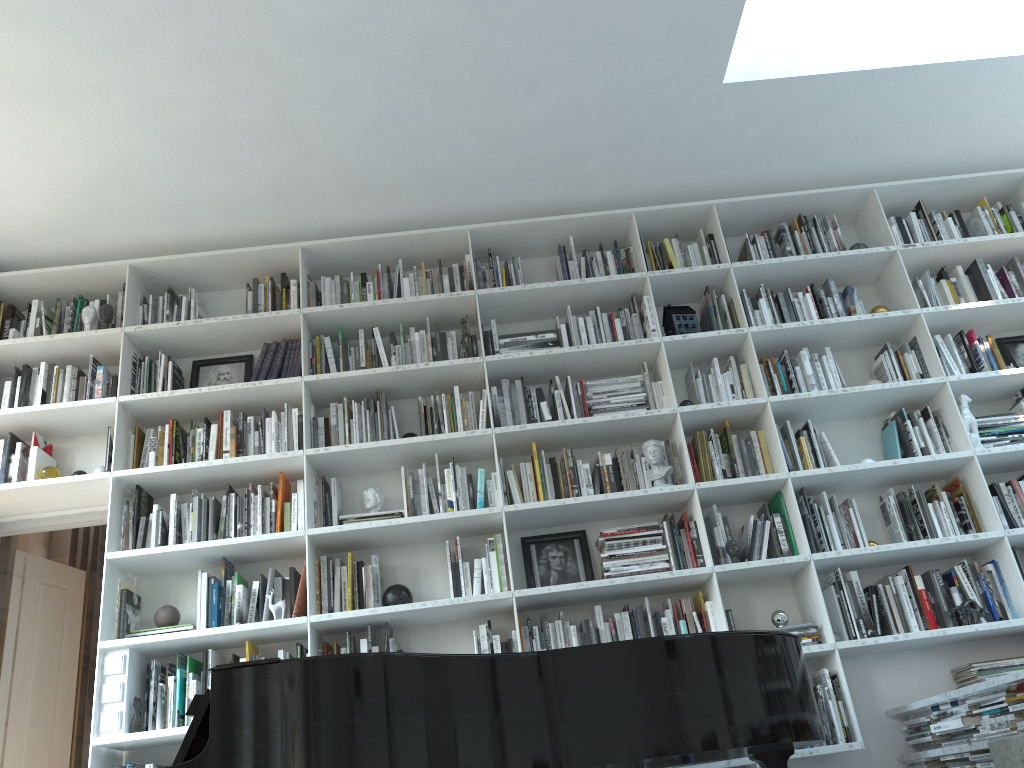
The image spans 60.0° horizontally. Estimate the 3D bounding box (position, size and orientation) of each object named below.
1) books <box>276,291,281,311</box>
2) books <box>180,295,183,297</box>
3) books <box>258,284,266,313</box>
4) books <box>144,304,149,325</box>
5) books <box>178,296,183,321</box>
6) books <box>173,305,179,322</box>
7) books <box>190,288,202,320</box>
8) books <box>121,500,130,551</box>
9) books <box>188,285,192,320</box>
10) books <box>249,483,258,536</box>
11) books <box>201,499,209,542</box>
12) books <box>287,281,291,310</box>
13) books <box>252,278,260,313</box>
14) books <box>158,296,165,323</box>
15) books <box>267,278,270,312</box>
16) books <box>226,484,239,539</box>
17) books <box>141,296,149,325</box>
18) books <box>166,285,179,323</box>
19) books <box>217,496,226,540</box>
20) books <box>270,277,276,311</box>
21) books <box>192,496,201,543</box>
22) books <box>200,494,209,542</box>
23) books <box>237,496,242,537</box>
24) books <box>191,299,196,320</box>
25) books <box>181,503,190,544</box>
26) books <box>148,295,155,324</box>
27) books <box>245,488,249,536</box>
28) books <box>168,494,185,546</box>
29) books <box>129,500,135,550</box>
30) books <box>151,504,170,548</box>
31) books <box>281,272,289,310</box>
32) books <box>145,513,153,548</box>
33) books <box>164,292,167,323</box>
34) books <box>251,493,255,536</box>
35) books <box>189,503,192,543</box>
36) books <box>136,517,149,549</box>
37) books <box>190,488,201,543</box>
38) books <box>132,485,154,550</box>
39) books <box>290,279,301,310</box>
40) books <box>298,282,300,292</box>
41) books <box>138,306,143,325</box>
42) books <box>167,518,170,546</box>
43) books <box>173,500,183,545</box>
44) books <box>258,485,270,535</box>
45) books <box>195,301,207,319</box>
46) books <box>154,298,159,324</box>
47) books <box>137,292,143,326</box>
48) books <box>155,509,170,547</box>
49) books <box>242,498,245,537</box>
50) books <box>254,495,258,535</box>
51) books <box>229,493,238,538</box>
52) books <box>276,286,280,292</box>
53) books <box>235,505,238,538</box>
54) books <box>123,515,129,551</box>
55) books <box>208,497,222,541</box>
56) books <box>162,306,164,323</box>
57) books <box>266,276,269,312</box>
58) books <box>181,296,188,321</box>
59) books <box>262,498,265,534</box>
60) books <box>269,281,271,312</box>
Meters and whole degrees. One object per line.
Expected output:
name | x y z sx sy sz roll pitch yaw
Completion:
books | -1.154 -0.338 4.463 0.027 0.189 0.178 -6 -26 -3
books | -1.649 -0.308 4.457 0.013 0.251 0.130 -6 -26 -3
books | -1.245 -0.357 4.467 0.028 0.248 0.156 -6 -26 -3
books | -1.803 -0.271 4.441 0.032 0.209 0.159 -6 -26 -3
books | -1.634 -0.299 4.442 0.013 0.218 0.182 -6 -26 -3
books | -1.664 -0.278 4.436 0.026 0.181 0.162 -6 -26 -3
books | -1.597 -0.325 4.483 0.015 0.292 0.131 -6 -26 -3
books | -1.710 0.680 3.982 0.012 0.283 0.160 -6 -26 -3
books | -1.608 -0.333 4.473 0.007 0.300 0.146 -6 -26 -3
books | -1.170 0.614 4.020 0.011 0.302 0.130 -6 -26 -3
books | -1.355 0.653 3.971 0.024 0.236 0.167 -6 -26 -3
books | -1.109 -0.369 4.493 0.022 0.259 0.153 -6 -26 -3
books | -1.273 -0.367 4.474 0.024 0.278 0.188 -6 -26 -3
books | -1.739 -0.296 4.447 0.016 0.242 0.157 -6 -26 -3
books | -1.213 -0.371 4.487 0.013 0.282 0.167 -6 -26 -3
books | -1.261 0.618 3.997 0.013 0.298 0.152 -6 -26 -3
books | -1.825 -0.290 4.451 0.007 0.257 0.157 -6 -26 -3
books | -1.690 -0.327 4.439 0.015 0.278 0.191 -6 -26 -3
books | -1.288 0.648 4.002 0.048 0.255 0.142 -6 -26 -3
books | -1.190 -0.374 4.476 0.011 0.273 0.184 -6 -26 -3
books | -1.389 0.651 3.971 0.021 0.246 0.190 -6 -26 -3
books | -1.374 0.647 3.993 0.011 0.269 0.158 -6 -26 -3
books | -1.202 0.641 3.982 0.013 0.228 0.178 -6 -26 -3
books | -1.577 -0.294 4.448 0.014 0.201 0.171 -6 -26 -3
books | -1.449 0.673 3.993 0.049 0.241 0.140 -6 -26 -3
books | -1.783 -0.294 4.444 0.012 0.248 0.180 -6 -26 -3
books | -1.180 0.623 3.999 0.012 0.271 0.146 -6 -26 -3
books | -1.498 0.655 3.985 0.023 0.280 0.175 -6 -26 -3
books | -1.667 0.673 3.957 0.027 0.264 0.177 -6 -26 -3
books | -1.566 0.677 3.961 0.022 0.234 0.178 -6 -26 -3
books | -1.135 -0.393 4.478 0.025 0.295 0.164 -6 -26 -3
books | -1.596 0.700 3.968 0.042 0.208 0.144 -6 -26 -3
books | -1.711 -0.308 4.449 0.016 0.259 0.155 -6 -26 -3
books | -1.157 0.634 4.005 0.011 0.250 0.140 -6 -26 -3
books | -1.416 0.667 3.975 0.014 0.228 0.149 -6 -26 -3
books | -1.619 0.706 3.945 0.037 0.181 0.190 -6 -26 -3
books | -1.408 0.636 3.987 0.011 0.292 0.184 -6 -26 -3
books | -1.652 0.639 3.970 0.012 0.332 0.185 -6 -26 -3
books | -1.083 -0.375 4.481 0.031 0.253 0.179 -6 -26 -3
books | -1.047 -0.371 4.496 0.039 0.251 0.147 -6 -26 -3
books | -1.834 -0.267 4.434 0.017 0.203 0.143 -6 -26 -3
books | -1.514 0.708 3.984 0.021 0.187 0.130 -6 -26 -3
books | -1.479 0.664 3.971 0.011 0.245 0.177 -6 -26 -3
books | -1.118 0.611 3.995 0.015 0.273 0.158 -6 -26 -3
books | -1.565 -0.295 4.460 0.013 0.209 0.137 -6 -26 -3
books | -1.752 -0.288 4.438 0.013 0.224 0.177 -6 -26 -3
books | -1.850 -0.298 4.458 0.007 0.283 0.160 -6 -26 -3
books | -1.540 0.684 3.946 0.028 0.203 0.189 -6 -26 -3
books | -1.189 0.646 3.993 0.013 0.226 0.152 -6 -26 -3
books | -1.137 0.640 4.012 0.028 0.241 0.132 -6 -26 -3
books | -1.242 0.640 3.998 0.021 0.255 0.156 -6 -26 -3
books | -1.177 -0.354 4.498 0.013 0.253 0.130 -6 -26 -3
books | -1.218 0.660 3.988 0.021 0.204 0.130 -6 -26 -3
books | -1.687 0.708 3.959 0.026 0.208 0.155 -6 -26 -3
books | -1.322 0.650 3.982 0.023 0.241 0.185 -6 -26 -3
books | -1.721 -0.271 4.445 0.014 0.191 0.147 -6 -26 -3
books | -1.228 -0.379 4.508 0.014 0.319 0.137 -6 -26 -3
books | -1.617 -0.302 4.436 0.021 0.212 0.174 -6 -26 -3
books | -1.101 0.641 3.995 0.012 0.216 0.161 -6 -26 -3
books | -1.200 -0.368 4.472 0.010 0.262 0.157 -6 -26 -3
